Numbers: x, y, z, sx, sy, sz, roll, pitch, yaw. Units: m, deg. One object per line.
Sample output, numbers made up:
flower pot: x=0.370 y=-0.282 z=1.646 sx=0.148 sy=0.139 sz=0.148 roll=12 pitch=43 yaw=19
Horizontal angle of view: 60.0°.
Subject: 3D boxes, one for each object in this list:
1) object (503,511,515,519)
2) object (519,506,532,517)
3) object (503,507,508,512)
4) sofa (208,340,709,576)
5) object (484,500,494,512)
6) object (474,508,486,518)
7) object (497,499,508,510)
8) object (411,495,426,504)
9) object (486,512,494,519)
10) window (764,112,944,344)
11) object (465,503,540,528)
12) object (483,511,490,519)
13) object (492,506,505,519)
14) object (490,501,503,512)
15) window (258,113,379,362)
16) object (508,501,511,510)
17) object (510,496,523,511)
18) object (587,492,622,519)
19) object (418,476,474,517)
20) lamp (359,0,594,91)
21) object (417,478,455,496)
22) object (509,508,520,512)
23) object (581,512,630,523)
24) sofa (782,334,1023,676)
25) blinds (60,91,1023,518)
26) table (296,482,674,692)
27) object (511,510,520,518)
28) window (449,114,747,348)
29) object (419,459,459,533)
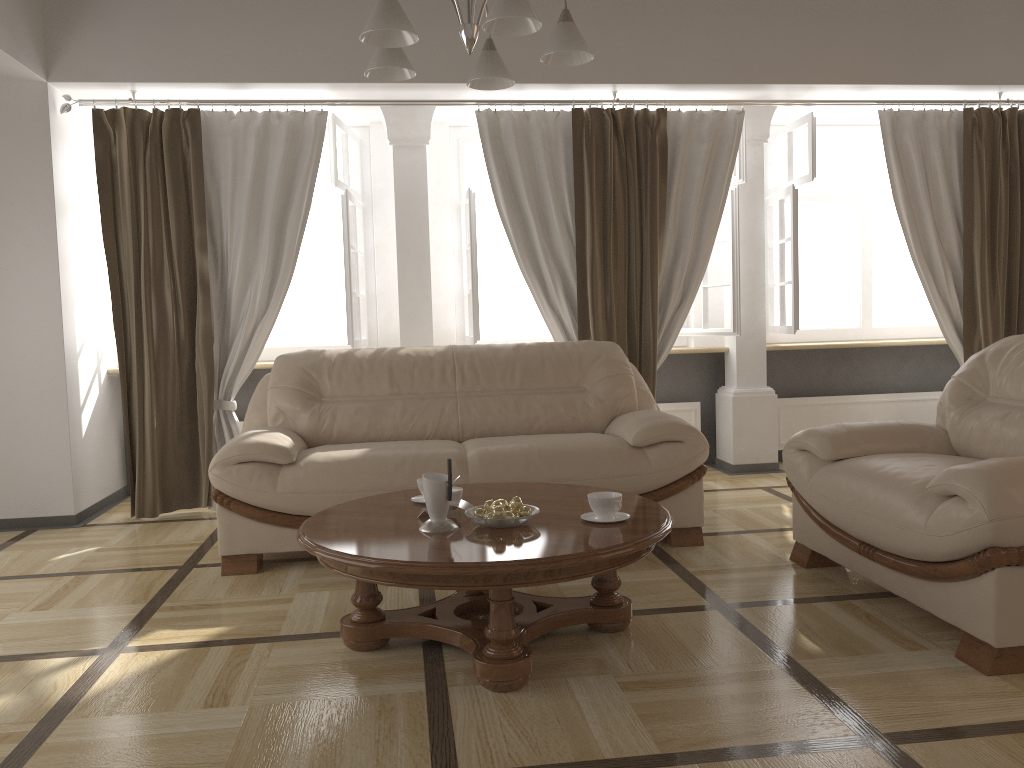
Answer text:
object: x=-0.011 y=0.393 z=2.600 sx=0.041 sy=0.041 sz=0.038 roll=-3 pitch=4 yaw=-22
object: x=0.041 y=0.389 z=2.678 sx=0.039 sy=0.039 sz=0.040 roll=-2 pitch=4 yaw=4
object: x=-0.031 y=0.396 z=2.715 sx=0.040 sy=0.037 sz=0.040 roll=-1 pitch=4 yaw=18
sofa: x=-0.250 y=0.268 z=4.207 sx=2.135 sy=0.900 sz=1.051 roll=-2 pitch=4 yaw=-7
object: x=-0.065 y=0.369 z=2.670 sx=0.040 sy=0.039 sz=0.038 roll=-3 pitch=4 yaw=-22
object: x=-0.097 y=0.393 z=2.670 sx=0.037 sy=0.040 sz=0.041 roll=-1 pitch=4 yaw=6
object: x=-0.030 y=0.377 z=2.750 sx=0.038 sy=0.040 sz=0.040 roll=-4 pitch=4 yaw=-28
object: x=-0.274 y=0.398 z=3.058 sx=0.150 sy=0.010 sz=0.150 roll=-3 pitch=4 yaw=-21
object: x=-0.056 y=0.396 z=2.607 sx=0.041 sy=0.039 sz=0.039 roll=-4 pitch=4 yaw=-30
window: x=2.489 y=-1.032 z=5.898 sx=1.653 sy=1.500 sz=0.782 roll=-2 pitch=4 yaw=-7
object: x=-0.029 y=0.401 z=2.671 sx=0.227 sy=0.039 sz=0.227 roll=-1 pitch=4 yaw=18
object: x=-0.066 y=0.400 z=2.643 sx=0.038 sy=0.040 sz=0.039 roll=-3 pitch=4 yaw=-17
object: x=-0.039 y=0.376 z=2.579 sx=0.038 sy=0.042 sz=0.038 roll=-2 pitch=4 yaw=1
object: x=-0.046 y=0.367 z=2.630 sx=0.037 sy=0.041 sz=0.040 roll=-1 pitch=4 yaw=16
window: x=-1.649 y=-0.869 z=5.384 sx=1.600 sy=1.500 sz=0.781 roll=-2 pitch=4 yaw=-7
object: x=0.008 y=0.377 z=2.739 sx=0.039 sy=0.039 sz=0.041 roll=2 pitch=5 yaw=42
object: x=0.014 y=0.361 z=2.679 sx=0.038 sy=0.044 sz=0.038 roll=-2 pitch=4 yaw=-1
object: x=0.281 y=0.371 z=2.679 sx=0.105 sy=0.071 sz=0.114 roll=-1 pitch=4 yaw=8
object: x=-0.205 y=0.350 z=2.822 sx=0.178 sy=0.133 sz=0.104 roll=-1 pitch=4 yaw=8
lamp: x=-0.117 y=-1.544 z=2.686 sx=0.713 sy=1.094 sz=0.741 roll=-2 pitch=4 yaw=-7
object: x=-0.271 y=0.363 z=3.060 sx=0.105 sy=0.071 sz=0.114 roll=2 pitch=5 yaw=43
object: x=0.008 y=0.395 z=2.704 sx=0.040 sy=0.038 sz=0.039 roll=-1 pitch=4 yaw=18
object: x=0.283 y=0.405 z=2.686 sx=0.150 sy=0.010 sz=0.150 roll=-3 pitch=4 yaw=-17
sofa: x=1.679 y=0.285 z=3.041 sx=1.052 sy=0.900 sz=1.318 roll=-2 pitch=4 yaw=-7
blinds: x=0.515 y=-0.520 z=5.100 sx=5.765 sy=2.294 sz=0.285 roll=-2 pitch=4 yaw=-7
table: x=-0.076 y=0.609 z=2.824 sx=1.169 sy=0.392 sz=1.167 roll=-3 pitch=4 yaw=-12
object: x=0.003 y=0.397 z=2.664 sx=0.039 sy=0.039 sz=0.040 roll=-3 pitch=4 yaw=-17
window: x=0.515 y=-0.955 z=5.665 sx=1.759 sy=1.500 sz=0.784 roll=-2 pitch=4 yaw=-8
object: x=-0.222 y=0.324 z=2.634 sx=0.119 sy=0.210 sz=0.119 roll=-4 pitch=4 yaw=-30
